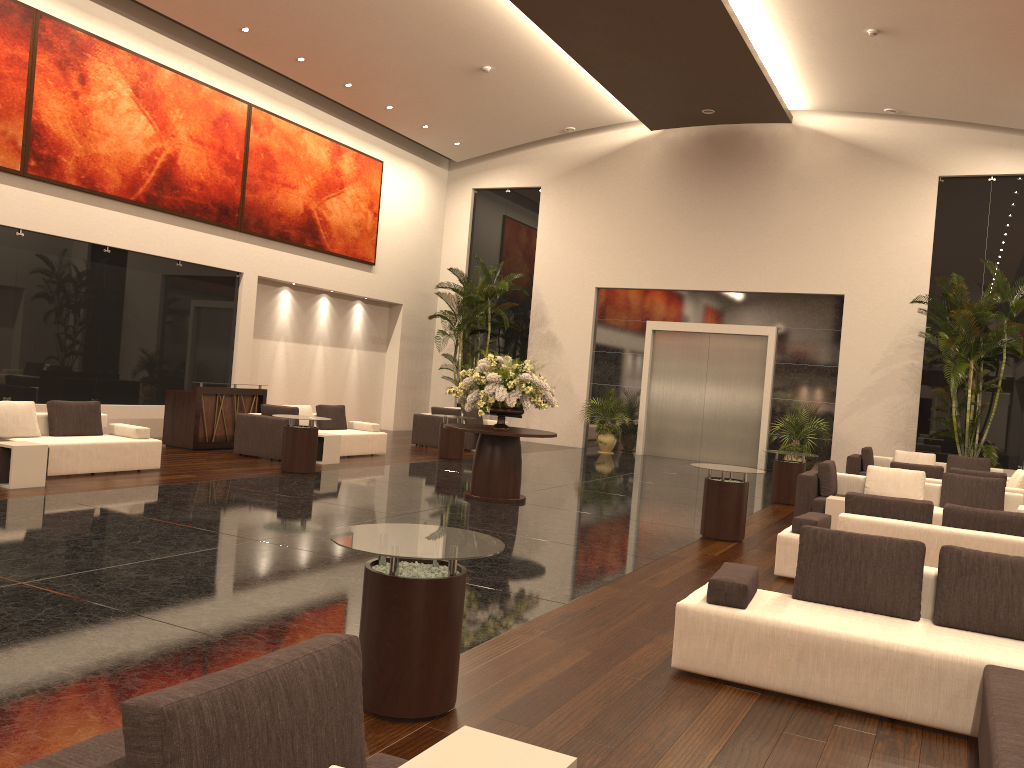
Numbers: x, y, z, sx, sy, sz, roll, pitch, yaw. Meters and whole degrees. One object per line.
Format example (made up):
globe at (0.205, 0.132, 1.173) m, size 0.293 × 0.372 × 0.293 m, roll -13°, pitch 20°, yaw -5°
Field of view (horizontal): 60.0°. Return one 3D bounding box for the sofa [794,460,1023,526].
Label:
sofa at (5.092, 1.523, 11.141) m, size 2.846 × 0.862 × 1.291 m, roll 5°, pitch 0°, yaw 27°

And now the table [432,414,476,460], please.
table at (-1.125, 1.005, 16.602) m, size 0.833 × 0.795 × 0.844 m, roll 5°, pitch 0°, yaw -12°

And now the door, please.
door at (4.575, 0.314, 21.011) m, size 2.767 × 3.048 × 0.040 m, roll 5°, pitch 0°, yaw 27°

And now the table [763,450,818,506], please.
table at (4.314, 1.472, 13.844) m, size 0.833 × 0.795 × 0.844 m, roll 5°, pitch 0°, yaw -12°

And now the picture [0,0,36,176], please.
picture at (-8.316, -4.471, 11.371) m, size 0.070 × 2.526 × 4.515 m, roll 5°, pitch 0°, yaw 27°

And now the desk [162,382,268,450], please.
desk at (-5.064, 0.529, 15.274) m, size 0.760 × 1.114 × 1.634 m, roll 5°, pitch 0°, yaw 27°

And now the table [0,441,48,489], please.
table at (-5.368, 0.874, 9.631) m, size 0.400 × 0.460 × 0.400 m, roll 5°, pitch 0°, yaw 27°

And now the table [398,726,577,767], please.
table at (-0.086, 1.358, 2.641) m, size 0.400 × 0.460 × 0.400 m, roll 5°, pitch 0°, yaw 27°

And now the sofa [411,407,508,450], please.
sofa at (-0.920, 0.967, 19.876) m, size 1.291 × 0.862 × 2.846 m, roll 5°, pitch 0°, yaw 27°

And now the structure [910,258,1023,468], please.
structure at (9.021, -0.075, 17.239) m, size 2.436 × 4.611 × 2.531 m, roll 5°, pitch 0°, yaw -1°

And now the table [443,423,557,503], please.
table at (-0.192, 1.052, 11.737) m, size 1.498 × 0.921 × 1.498 m, roll 5°, pitch 0°, yaw 18°

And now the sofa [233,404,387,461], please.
sofa at (-3.255, 0.806, 15.243) m, size 1.291 × 0.862 × 2.846 m, roll 5°, pitch 0°, yaw 27°

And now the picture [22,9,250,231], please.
picture at (-6.284, -4.332, 15.403) m, size 0.070 × 2.526 × 4.515 m, roll 5°, pitch 0°, yaw 27°

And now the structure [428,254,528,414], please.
structure at (-0.899, -0.929, 22.430) m, size 2.436 × 4.611 × 2.531 m, roll 5°, pitch 0°, yaw -1°

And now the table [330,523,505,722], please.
table at (-0.482, 1.143, 4.268) m, size 0.844 × 0.795 × 0.833 m, roll 5°, pitch 0°, yaw -24°

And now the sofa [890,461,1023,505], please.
sofa at (6.724, 1.640, 13.736) m, size 2.586 × 0.862 × 3.366 m, roll 5°, pitch 0°, yaw 27°

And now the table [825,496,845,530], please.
table at (4.082, 1.644, 10.908) m, size 0.400 × 0.460 × 0.400 m, roll 5°, pitch 0°, yaw 27°

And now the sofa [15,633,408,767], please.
sofa at (0.332, 1.196, 1.699) m, size 2.846 × 0.862 × 1.291 m, roll 5°, pitch 0°, yaw 27°

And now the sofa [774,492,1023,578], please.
sofa at (4.171, 1.464, 8.673) m, size 2.586 × 0.862 × 3.366 m, roll 5°, pitch 0°, yaw 27°

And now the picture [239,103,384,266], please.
picture at (-4.249, -4.192, 19.439) m, size 0.070 × 2.526 × 4.515 m, roll 5°, pitch 0°, yaw 27°

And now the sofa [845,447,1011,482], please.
sofa at (7.644, 1.698, 16.204) m, size 2.846 × 0.862 × 1.291 m, roll 5°, pitch 0°, yaw 27°

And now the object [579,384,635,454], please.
object at (2.327, 0.815, 21.209) m, size 1.373 × 1.682 × 1.297 m, roll 4°, pitch 0°, yaw -30°

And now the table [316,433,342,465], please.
table at (-3.040, 1.034, 14.248) m, size 0.400 × 0.460 × 0.400 m, roll 5°, pitch 0°, yaw 27°

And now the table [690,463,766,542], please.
table at (2.394, 1.341, 9.973) m, size 0.833 × 0.795 × 0.844 m, roll 5°, pitch 0°, yaw -12°

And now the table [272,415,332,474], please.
table at (-3.045, 0.873, 12.731) m, size 0.833 × 0.795 × 0.844 m, roll 5°, pitch 0°, yaw -12°

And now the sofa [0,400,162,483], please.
sofa at (-5.583, 0.646, 10.626) m, size 1.291 × 0.862 × 2.846 m, roll 5°, pitch 0°, yaw 27°

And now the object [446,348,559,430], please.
object at (-0.087, 0.050, 11.716) m, size 1.453 × 1.097 × 1.402 m, roll 5°, pitch 0°, yaw -17°

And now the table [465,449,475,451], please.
table at (-0.704, 1.194, 18.881) m, size 0.400 × 0.460 × 0.400 m, roll 5°, pitch 0°, yaw 27°

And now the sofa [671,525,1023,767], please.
sofa at (1.780, 1.300, 3.890) m, size 2.586 × 0.862 × 3.366 m, roll 5°, pitch 0°, yaw 27°

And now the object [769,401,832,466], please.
object at (6.157, 1.145, 19.209) m, size 1.373 × 1.682 × 1.297 m, roll 5°, pitch 0°, yaw -25°
